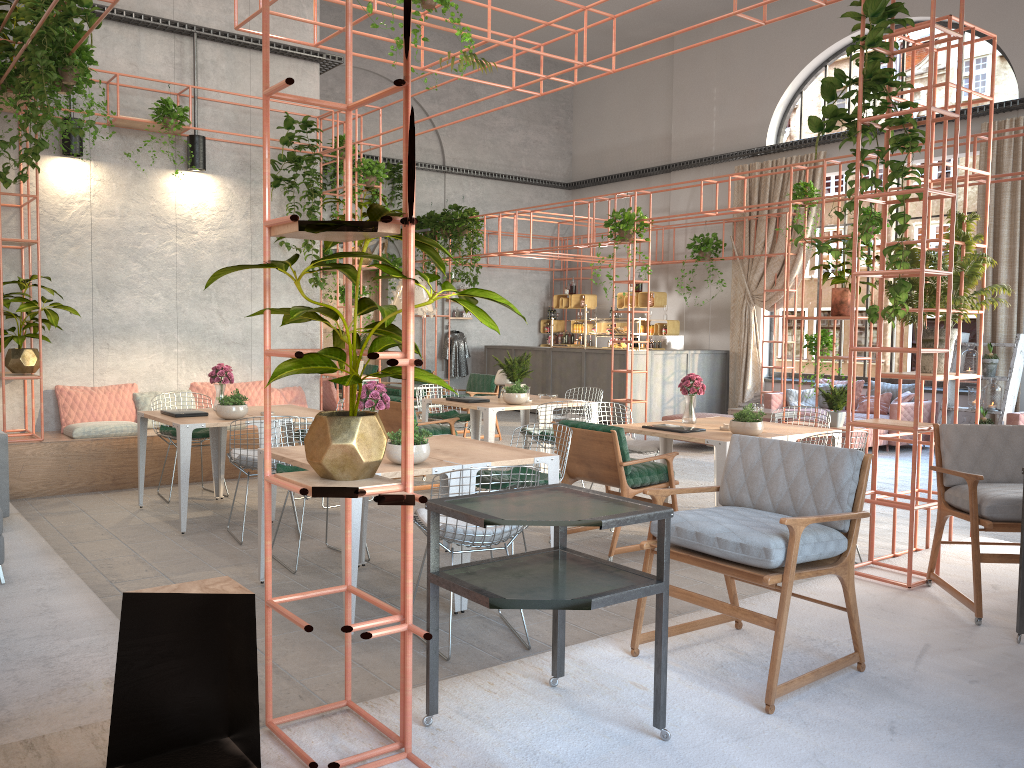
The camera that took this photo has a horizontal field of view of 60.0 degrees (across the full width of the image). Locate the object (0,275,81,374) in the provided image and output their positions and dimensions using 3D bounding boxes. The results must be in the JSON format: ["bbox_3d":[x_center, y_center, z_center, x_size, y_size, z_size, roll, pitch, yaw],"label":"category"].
[{"bbox_3d":[-4.481,-0.555,8.117,0.934,0.919,0.903,2,4,24],"label":"object"}]

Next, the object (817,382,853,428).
[{"bbox_3d":[3.693,0.228,10.079,0.438,0.527,0.368,-2,5,-37],"label":"object"}]

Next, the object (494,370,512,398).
[{"bbox_3d":[-0.068,0.004,9.478,0.241,0.313,0.241,1,4,8],"label":"object"}]

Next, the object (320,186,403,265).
[{"bbox_3d":[-1.666,-1.820,10.124,0.934,0.947,0.903,2,4,14],"label":"object"}]

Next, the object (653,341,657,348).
[{"bbox_3d":[2.664,-0.737,16.564,0.073,0.131,0.073,-3,5,-44],"label":"object"}]

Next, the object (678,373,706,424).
[{"bbox_3d":[1.473,0.116,7.274,0.213,0.414,0.225,-3,5,-45],"label":"object"}]

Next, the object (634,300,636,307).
[{"bbox_3d":[2.345,-1.535,16.904,0.123,0.142,0.141,-2,5,-37],"label":"object"}]

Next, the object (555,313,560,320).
[{"bbox_3d":[0.971,-1.441,18.917,0.115,0.147,0.115,1,4,8],"label":"object"}]

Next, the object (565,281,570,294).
[{"bbox_3d":[1.185,-2.022,18.651,0.134,0.301,0.134,4,5,42],"label":"object"}]

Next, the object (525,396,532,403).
[{"bbox_3d":[0.148,0.149,9.017,0.115,0.078,0.115,-1,4,-31],"label":"object"}]

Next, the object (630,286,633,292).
[{"bbox_3d":[2.297,-1.807,16.894,0.088,0.123,0.088,2,4,19],"label":"object"}]

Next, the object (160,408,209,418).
[{"bbox_3d":[-2.703,0.239,7.312,0.268,0.031,0.427,-2,5,-37],"label":"object"}]

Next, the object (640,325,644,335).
[{"bbox_3d":[2.456,-1.021,16.699,0.069,0.191,0.069,-1,4,-25],"label":"object"}]

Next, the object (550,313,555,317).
[{"bbox_3d":[0.866,-1.437,18.838,0.115,0.147,0.115,1,4,8],"label":"object"}]

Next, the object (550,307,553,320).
[{"bbox_3d":[0.852,-1.517,18.957,0.066,0.291,0.066,-1,4,-31],"label":"object"}]

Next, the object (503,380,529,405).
[{"bbox_3d":[0.032,0.078,8.726,0.248,0.247,0.254,-2,5,-37],"label":"object"}]

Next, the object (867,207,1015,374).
[{"bbox_3d":[2.922,-0.624,6.080,0.894,1.100,0.900,0,4,-8],"label":"object"}]

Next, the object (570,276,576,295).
[{"bbox_3d":[1.273,-2.052,18.474,0.134,0.386,0.134,1,4,-3],"label":"object"}]

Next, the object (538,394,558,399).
[{"bbox_3d":[0.385,0.131,9.519,0.218,0.041,0.218,-1,4,-29],"label":"object"}]

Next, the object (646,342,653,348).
[{"bbox_3d":[2.569,-0.728,16.592,0.115,0.107,0.115,2,4,19],"label":"object"}]

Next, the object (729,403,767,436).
[{"bbox_3d":[1.724,0.263,6.525,0.247,0.247,0.252,-2,5,-37],"label":"object"}]

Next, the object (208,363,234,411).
[{"bbox_3d":[-2.518,0.026,7.687,0.213,0.414,0.225,-3,5,-45],"label":"object"}]

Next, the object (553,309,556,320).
[{"bbox_3d":[0.918,-1.519,19.004,0.066,0.291,0.066,1,4,3],"label":"object"}]

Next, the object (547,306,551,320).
[{"bbox_3d":[0.791,-1.514,18.910,0.066,0.291,0.066,2,4,23],"label":"object"}]

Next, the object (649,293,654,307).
[{"bbox_3d":[2.625,-1.573,16.636,0.137,0.261,0.137,1,4,-1],"label":"object"}]

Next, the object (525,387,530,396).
[{"bbox_3d":[0.147,0.091,9.479,0.095,0.119,0.095,0,4,-13],"label":"object"}]

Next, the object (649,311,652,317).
[{"bbox_3d":[2.583,-1.278,16.572,0.083,0.159,0.083,1,4,8],"label":"object"}]

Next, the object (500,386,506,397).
[{"bbox_3d":[-0.010,0.066,9.627,0.210,0.154,0.165,4,5,42],"label":"object"}]

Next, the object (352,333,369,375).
[{"bbox_3d":[-1.817,-0.358,10.220,0.438,0.527,0.368,-2,5,-37],"label":"object"}]

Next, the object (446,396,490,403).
[{"bbox_3d":[-0.452,0.161,9.013,0.268,0.031,0.427,-2,5,-37],"label":"object"}]

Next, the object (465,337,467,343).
[{"bbox_3d":[-0.935,-0.908,18.001,0.033,0.146,0.070,2,4,24],"label":"object"}]

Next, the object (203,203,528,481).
[{"bbox_3d":[-0.470,-0.147,2.910,0.934,0.923,0.903,2,4,19],"label":"object"}]

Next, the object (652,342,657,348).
[{"bbox_3d":[2.668,-0.731,16.667,0.115,0.107,0.115,-1,4,-31],"label":"object"}]

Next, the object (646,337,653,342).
[{"bbox_3d":[2.585,-0.838,16.675,0.115,0.107,0.115,2,4,19],"label":"object"}]

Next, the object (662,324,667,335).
[{"bbox_3d":[2.830,-0.998,16.277,0.131,0.207,0.131,1,4,8],"label":"object"}]

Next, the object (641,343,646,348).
[{"bbox_3d":[2.491,-0.736,16.696,0.115,0.107,0.115,-2,5,-40],"label":"object"}]

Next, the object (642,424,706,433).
[{"bbox_3d":[1.241,0.347,6.811,0.268,0.031,0.427,-2,5,-37],"label":"object"}]

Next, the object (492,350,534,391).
[{"bbox_3d":[0.033,-0.092,9.160,0.438,0.527,0.368,-2,5,-37],"label":"object"}]

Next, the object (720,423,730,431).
[{"bbox_3d":[1.655,0.328,6.816,0.115,0.073,0.115,-3,5,-43],"label":"object"}]

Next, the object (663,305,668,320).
[{"bbox_3d":[2.841,-1.322,16.435,0.075,0.273,0.075,4,5,42],"label":"object"}]

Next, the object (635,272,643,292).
[{"bbox_3d":[2.430,-1.940,16.947,0.134,0.386,0.134,4,5,42],"label":"object"}]

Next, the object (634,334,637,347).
[{"bbox_3d":[2.367,-0.844,17.003,0.065,0.280,0.065,1,4,6],"label":"object"}]

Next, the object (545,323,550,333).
[{"bbox_3d":[0.770,-1.194,18.971,0.131,0.207,0.131,1,4,8],"label":"object"}]

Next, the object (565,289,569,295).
[{"bbox_3d":[1.139,-1.918,18.421,0.088,0.123,0.088,2,4,19],"label":"object"}]

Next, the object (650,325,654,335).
[{"bbox_3d":[2.609,-1.006,16.497,0.069,0.191,0.069,-1,4,-20],"label":"object"}]

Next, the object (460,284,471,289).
[{"bbox_3d":[-0.944,-1.957,17.852,0.263,0.101,0.013,-2,5,-37],"label":"object"}]

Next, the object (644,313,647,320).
[{"bbox_3d":[2.528,-1.283,16.645,0.083,0.159,0.083,1,4,8],"label":"object"}]

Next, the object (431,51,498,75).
[{"bbox_3d":[-0.351,-1.052,2.421,0.894,1.101,0.900,2,4,17],"label":"object"}]

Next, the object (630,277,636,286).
[{"bbox_3d":[2.343,-1.911,17.123,0.134,0.301,0.134,4,5,42],"label":"object"}]

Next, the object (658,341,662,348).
[{"bbox_3d":[2.775,-0.741,16.655,0.073,0.131,0.073,-3,5,-44],"label":"object"}]

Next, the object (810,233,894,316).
[{"bbox_3d":[3.823,-1.232,9.958,0.923,0.946,0.924,2,4,19],"label":"object"}]
